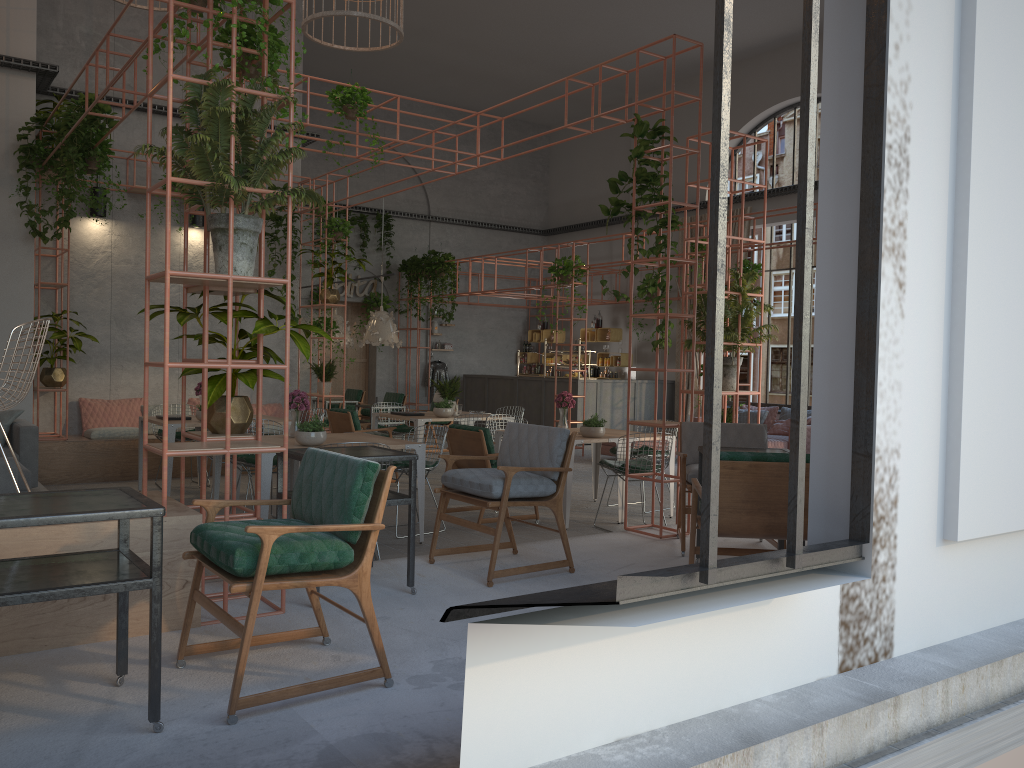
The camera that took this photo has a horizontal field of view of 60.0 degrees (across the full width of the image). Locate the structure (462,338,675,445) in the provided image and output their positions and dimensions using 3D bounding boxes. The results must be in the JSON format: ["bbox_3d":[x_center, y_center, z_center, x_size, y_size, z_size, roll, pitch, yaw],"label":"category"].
[{"bbox_3d":[1.120,0.080,18.947,2.579,2.022,4.057,0,2,-35],"label":"structure"}]

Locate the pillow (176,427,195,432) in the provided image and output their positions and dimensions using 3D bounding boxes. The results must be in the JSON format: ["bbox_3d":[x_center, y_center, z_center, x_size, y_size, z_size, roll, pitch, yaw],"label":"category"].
[{"bbox_3d":[-4.010,0.613,11.491,0.637,0.149,0.491,0,2,-34],"label":"pillow"}]

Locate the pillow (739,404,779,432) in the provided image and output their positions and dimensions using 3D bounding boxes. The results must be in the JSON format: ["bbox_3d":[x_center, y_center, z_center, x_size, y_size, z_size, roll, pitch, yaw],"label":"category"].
[{"bbox_3d":[4.240,0.606,15.457,0.276,0.474,0.839,0,2,-35],"label":"pillow"}]

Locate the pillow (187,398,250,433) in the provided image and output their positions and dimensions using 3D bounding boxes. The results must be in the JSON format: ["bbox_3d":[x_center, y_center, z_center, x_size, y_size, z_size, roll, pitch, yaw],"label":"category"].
[{"bbox_3d":[-3.973,0.415,11.973,0.839,0.474,0.276,1,1,-15],"label":"pillow"}]

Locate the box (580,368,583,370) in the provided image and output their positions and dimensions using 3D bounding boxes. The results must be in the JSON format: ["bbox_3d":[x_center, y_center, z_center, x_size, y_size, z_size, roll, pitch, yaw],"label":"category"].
[{"bbox_3d":[1.510,-0.298,19.326,0.058,0.093,0.122,1,2,-24],"label":"box"}]

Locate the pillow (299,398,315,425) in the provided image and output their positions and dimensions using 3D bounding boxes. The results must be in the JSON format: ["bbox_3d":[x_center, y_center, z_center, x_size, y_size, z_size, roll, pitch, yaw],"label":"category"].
[{"bbox_3d":[-3.212,0.403,13.280,0.276,0.474,0.839,0,2,-45],"label":"pillow"}]

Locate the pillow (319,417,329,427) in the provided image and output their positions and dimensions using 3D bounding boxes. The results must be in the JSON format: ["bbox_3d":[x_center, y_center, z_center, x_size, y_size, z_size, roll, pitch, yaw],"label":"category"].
[{"bbox_3d":[-2.932,0.586,13.616,0.491,0.149,0.637,0,2,-34],"label":"pillow"}]

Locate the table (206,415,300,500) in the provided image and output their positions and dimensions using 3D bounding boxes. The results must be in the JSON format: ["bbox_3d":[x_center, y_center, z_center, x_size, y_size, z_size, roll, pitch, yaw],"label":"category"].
[{"bbox_3d":[-2.917,0.795,9.865,0.694,0.830,1.214,0,2,-35],"label":"table"}]

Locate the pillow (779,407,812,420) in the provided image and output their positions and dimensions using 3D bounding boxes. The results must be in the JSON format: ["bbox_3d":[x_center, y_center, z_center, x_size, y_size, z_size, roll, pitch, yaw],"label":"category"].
[{"bbox_3d":[4.751,0.638,14.709,0.273,0.476,0.836,0,2,-35],"label":"pillow"}]

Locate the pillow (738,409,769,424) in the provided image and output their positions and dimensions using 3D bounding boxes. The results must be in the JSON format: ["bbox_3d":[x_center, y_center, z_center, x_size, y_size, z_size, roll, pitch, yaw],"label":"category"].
[{"bbox_3d":[4.109,0.636,15.382,0.289,0.385,0.666,0,2,-35],"label":"pillow"}]

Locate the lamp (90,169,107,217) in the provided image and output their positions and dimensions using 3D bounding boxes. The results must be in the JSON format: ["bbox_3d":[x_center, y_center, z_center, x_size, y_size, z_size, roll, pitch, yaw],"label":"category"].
[{"bbox_3d":[-5.144,-2.805,11.047,0.179,1.425,0.185,0,2,-35],"label":"lamp"}]

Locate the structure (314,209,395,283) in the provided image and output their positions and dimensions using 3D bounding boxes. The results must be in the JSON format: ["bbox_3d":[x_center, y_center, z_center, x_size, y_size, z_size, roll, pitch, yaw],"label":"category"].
[{"bbox_3d":[-3.360,-2.915,18.624,1.939,1.514,0.856,0,2,-41],"label":"structure"}]

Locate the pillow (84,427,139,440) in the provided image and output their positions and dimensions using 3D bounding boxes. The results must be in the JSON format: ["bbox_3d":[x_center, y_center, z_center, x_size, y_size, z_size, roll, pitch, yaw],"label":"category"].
[{"bbox_3d":[-4.868,0.608,10.889,0.637,0.149,0.491,0,2,-34],"label":"pillow"}]

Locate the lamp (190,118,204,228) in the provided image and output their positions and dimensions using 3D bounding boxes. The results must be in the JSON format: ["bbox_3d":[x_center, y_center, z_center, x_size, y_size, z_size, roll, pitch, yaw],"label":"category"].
[{"bbox_3d":[-4.155,-2.799,11.741,0.179,1.425,0.185,0,2,-35],"label":"lamp"}]

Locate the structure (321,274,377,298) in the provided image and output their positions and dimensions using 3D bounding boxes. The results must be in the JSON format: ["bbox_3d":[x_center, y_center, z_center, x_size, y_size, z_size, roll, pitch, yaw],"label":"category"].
[{"bbox_3d":[-3.445,-2.081,18.728,1.312,0.505,0.063,0,2,-35],"label":"structure"}]

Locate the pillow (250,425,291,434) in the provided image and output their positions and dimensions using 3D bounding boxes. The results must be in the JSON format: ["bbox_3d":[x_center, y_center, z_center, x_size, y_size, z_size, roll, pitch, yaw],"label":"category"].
[{"bbox_3d":[-3.177,0.618,12.076,0.637,0.149,0.491,0,2,-34],"label":"pillow"}]

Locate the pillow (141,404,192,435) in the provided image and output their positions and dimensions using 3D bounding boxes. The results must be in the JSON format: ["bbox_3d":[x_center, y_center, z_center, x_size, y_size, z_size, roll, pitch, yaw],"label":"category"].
[{"bbox_3d":[-4.509,0.459,11.626,0.666,0.385,0.289,0,2,-40],"label":"pillow"}]

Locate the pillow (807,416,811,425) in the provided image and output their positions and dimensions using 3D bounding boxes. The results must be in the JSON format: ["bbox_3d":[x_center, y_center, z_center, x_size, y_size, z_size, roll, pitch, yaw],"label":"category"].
[{"bbox_3d":[4.677,0.693,14.253,0.308,0.349,0.495,2,1,15],"label":"pillow"}]

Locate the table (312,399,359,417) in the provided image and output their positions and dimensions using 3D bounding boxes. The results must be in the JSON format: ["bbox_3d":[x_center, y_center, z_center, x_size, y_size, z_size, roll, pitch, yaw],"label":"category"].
[{"bbox_3d":[-3.116,0.685,15.610,0.635,0.798,0.602,0,2,-35],"label":"table"}]

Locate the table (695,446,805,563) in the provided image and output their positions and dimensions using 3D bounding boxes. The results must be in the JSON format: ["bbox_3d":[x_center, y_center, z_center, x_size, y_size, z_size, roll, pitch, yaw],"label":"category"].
[{"bbox_3d":[1.517,0.831,5.668,0.602,0.798,0.635,1,1,5],"label":"table"}]

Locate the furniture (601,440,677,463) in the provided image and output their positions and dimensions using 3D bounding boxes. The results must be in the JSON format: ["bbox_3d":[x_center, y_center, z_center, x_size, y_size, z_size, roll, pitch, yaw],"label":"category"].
[{"bbox_3d":[1.950,1.010,14.095,0.941,0.446,0.976,0,2,-35],"label":"furniture"}]

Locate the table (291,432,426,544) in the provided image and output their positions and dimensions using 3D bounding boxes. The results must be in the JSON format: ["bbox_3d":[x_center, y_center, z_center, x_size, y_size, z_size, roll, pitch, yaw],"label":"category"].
[{"bbox_3d":[-1.349,0.886,7.626,0.694,0.830,1.214,0,2,-35],"label":"table"}]

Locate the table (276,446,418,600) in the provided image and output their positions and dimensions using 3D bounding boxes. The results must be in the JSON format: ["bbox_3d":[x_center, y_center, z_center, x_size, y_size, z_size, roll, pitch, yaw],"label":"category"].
[{"bbox_3d":[-0.958,0.788,5.094,0.635,0.798,0.602,0,2,-35],"label":"table"}]

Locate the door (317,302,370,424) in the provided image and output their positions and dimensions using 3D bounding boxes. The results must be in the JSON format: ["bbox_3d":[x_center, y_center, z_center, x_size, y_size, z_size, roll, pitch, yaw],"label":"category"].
[{"bbox_3d":[-3.873,-0.417,19.374,1.360,2.729,0.551,0,2,-35],"label":"door"}]

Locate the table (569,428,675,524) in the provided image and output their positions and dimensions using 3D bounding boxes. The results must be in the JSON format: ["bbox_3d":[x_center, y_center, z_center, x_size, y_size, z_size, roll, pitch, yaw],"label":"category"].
[{"bbox_3d":[1.006,0.914,9.220,0.694,0.830,1.214,0,2,-35],"label":"table"}]

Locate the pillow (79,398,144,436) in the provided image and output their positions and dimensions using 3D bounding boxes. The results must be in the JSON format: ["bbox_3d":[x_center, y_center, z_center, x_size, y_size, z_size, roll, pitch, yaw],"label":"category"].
[{"bbox_3d":[-5.046,0.407,11.273,0.839,0.474,0.276,0,2,-45],"label":"pillow"}]

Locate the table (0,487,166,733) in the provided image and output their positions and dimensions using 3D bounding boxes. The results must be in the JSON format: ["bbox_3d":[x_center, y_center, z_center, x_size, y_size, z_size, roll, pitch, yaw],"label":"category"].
[{"bbox_3d":[-1.642,0.819,3.173,0.635,0.798,0.602,0,2,-35],"label":"table"}]

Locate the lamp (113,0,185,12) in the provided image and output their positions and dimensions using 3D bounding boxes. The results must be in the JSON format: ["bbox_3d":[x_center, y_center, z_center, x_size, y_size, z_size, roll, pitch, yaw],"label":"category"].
[{"bbox_3d":[-3.511,-5.523,8.562,0.883,3.476,0.883,2,1,17],"label":"lamp"}]

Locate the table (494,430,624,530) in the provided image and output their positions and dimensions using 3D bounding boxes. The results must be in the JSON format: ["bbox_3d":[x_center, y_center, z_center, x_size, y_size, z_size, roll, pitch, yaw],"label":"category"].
[{"bbox_3d":[0.438,0.911,8.817,0.694,0.830,1.205,0,2,-35],"label":"table"}]

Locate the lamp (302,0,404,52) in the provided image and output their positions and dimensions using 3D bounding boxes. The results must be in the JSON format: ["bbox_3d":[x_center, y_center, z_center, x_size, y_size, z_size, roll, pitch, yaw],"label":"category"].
[{"bbox_3d":[-1.360,-4.818,7.772,0.883,3.476,0.883,2,1,17],"label":"lamp"}]

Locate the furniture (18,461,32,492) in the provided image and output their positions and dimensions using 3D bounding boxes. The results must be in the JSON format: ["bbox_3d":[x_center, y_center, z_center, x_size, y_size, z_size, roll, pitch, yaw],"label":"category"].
[{"bbox_3d":[-4.361,0.835,6.987,0.941,0.446,0.975,0,2,-35],"label":"furniture"}]

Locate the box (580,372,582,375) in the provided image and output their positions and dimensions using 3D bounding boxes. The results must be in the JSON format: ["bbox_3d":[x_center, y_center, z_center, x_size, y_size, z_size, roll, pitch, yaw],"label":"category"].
[{"bbox_3d":[1.477,-0.205,19.303,0.058,0.093,0.122,0,2,-35],"label":"box"}]

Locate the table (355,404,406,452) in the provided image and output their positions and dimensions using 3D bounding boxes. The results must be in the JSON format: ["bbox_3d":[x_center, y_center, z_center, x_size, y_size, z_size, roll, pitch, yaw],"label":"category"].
[{"bbox_3d":[-2.109,0.743,14.174,0.635,0.798,0.602,0,2,-35],"label":"table"}]

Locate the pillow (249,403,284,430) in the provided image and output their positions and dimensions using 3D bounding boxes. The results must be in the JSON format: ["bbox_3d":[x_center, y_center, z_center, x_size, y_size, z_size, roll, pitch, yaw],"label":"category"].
[{"bbox_3d":[-3.460,0.466,12.362,0.666,0.385,0.289,0,2,-40],"label":"pillow"}]

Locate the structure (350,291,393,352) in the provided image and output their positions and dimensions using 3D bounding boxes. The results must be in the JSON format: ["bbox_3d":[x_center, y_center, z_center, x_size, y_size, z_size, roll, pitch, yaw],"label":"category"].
[{"bbox_3d":[-3.016,-1.450,19.172,0.950,1.527,0.921,0,2,-37],"label":"structure"}]

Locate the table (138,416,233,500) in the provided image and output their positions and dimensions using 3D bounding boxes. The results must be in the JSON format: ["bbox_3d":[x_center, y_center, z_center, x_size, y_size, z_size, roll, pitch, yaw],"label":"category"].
[{"bbox_3d":[-3.485,0.792,9.462,0.694,0.830,1.205,0,2,-35],"label":"table"}]

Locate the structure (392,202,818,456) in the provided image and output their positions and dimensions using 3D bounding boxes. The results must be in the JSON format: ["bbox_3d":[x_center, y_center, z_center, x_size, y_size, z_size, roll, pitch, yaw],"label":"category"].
[{"bbox_3d":[3.034,-0.573,14.513,4.157,4.247,14.689,0,2,-35],"label":"structure"}]

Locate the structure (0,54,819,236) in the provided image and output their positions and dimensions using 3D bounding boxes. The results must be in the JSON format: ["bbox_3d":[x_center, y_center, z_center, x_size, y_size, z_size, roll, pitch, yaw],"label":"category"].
[{"bbox_3d":[-1.042,-3.453,11.190,15.603,0.110,15.203,0,2,-35],"label":"structure"}]

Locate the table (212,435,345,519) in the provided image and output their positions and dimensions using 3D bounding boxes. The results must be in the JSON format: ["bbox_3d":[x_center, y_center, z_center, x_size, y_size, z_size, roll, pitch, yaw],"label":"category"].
[{"bbox_3d":[-1.915,0.883,7.224,0.694,0.830,1.205,0,2,-35],"label":"table"}]

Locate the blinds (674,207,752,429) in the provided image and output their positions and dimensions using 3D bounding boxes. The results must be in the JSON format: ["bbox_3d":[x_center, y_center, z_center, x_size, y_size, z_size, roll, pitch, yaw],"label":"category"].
[{"bbox_3d":[4.678,-1.069,15.754,0.414,4.389,4.957,0,2,-34],"label":"blinds"}]

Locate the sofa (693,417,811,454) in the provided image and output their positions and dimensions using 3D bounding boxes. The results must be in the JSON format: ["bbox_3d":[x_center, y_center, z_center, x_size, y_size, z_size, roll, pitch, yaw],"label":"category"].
[{"bbox_3d":[3.789,0.932,14.586,1.960,0.672,2.219,0,2,-35],"label":"sofa"}]

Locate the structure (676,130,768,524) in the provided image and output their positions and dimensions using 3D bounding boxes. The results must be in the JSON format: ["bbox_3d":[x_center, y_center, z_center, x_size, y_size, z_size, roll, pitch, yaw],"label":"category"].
[{"bbox_3d":[1.905,-0.422,8.059,0.624,3.602,0.424,0,2,-35],"label":"structure"}]

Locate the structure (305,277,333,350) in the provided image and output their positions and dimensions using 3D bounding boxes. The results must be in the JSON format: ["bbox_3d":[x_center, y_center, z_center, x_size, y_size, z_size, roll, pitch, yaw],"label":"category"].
[{"bbox_3d":[-4.072,-1.475,18.378,0.921,1.527,0.950,1,1,-2],"label":"structure"}]

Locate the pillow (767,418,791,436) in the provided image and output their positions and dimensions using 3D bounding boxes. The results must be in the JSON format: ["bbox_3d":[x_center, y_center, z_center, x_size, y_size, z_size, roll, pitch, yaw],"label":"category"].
[{"bbox_3d":[4.462,0.697,14.654,0.479,0.317,0.441,2,2,36],"label":"pillow"}]

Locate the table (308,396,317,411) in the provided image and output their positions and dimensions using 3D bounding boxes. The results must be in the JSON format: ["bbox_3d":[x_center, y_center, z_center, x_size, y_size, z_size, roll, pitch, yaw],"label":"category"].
[{"bbox_3d":[-4.124,0.626,17.045,0.635,0.798,0.602,0,2,-35],"label":"table"}]

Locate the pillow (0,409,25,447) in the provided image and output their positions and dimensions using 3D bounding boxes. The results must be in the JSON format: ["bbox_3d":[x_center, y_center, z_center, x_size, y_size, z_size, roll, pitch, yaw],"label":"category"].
[{"bbox_3d":[-4.892,0.410,8.331,0.495,0.349,0.308,2,1,15],"label":"pillow"}]

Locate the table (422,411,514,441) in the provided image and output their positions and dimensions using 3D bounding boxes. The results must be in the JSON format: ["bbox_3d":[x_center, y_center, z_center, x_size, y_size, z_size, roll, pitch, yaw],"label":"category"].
[{"bbox_3d":[-0.607,0.809,11.487,0.694,0.830,1.214,0,2,-35],"label":"table"}]

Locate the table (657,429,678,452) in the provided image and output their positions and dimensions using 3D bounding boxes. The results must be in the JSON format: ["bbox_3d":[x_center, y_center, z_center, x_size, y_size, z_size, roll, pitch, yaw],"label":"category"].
[{"bbox_3d":[2.895,1.013,14.806,0.520,0.455,0.916,0,2,-35],"label":"table"}]

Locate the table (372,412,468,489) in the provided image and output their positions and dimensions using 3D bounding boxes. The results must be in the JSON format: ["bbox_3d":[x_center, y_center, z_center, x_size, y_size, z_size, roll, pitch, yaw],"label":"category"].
[{"bbox_3d":[-1.175,0.806,11.084,0.694,0.830,1.205,0,2,-35],"label":"table"}]

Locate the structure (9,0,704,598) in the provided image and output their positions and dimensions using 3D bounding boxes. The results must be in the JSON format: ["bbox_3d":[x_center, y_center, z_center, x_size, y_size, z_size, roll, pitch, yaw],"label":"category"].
[{"bbox_3d":[-4.045,-1.221,11.465,4.501,4.345,14.096,0,2,-36],"label":"structure"}]

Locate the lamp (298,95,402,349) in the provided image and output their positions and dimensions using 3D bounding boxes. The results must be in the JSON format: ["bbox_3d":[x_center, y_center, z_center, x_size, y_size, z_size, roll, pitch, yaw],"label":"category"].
[{"bbox_3d":[-3.075,-2.649,15.561,0.704,4.052,4.456,0,2,-35],"label":"lamp"}]
